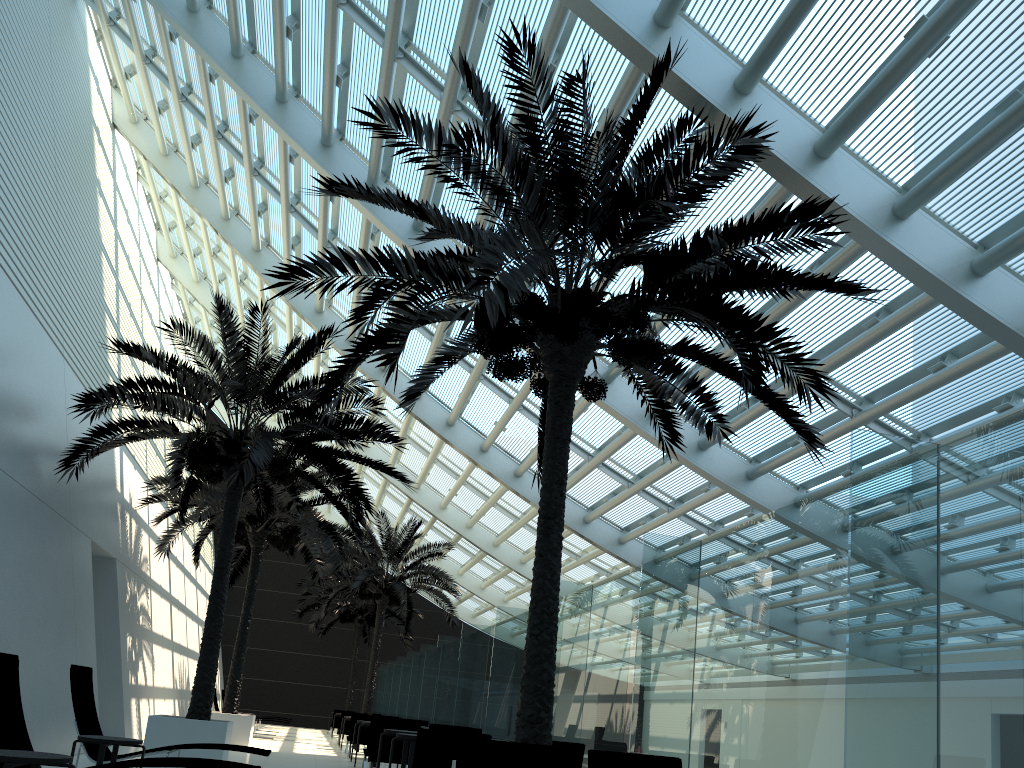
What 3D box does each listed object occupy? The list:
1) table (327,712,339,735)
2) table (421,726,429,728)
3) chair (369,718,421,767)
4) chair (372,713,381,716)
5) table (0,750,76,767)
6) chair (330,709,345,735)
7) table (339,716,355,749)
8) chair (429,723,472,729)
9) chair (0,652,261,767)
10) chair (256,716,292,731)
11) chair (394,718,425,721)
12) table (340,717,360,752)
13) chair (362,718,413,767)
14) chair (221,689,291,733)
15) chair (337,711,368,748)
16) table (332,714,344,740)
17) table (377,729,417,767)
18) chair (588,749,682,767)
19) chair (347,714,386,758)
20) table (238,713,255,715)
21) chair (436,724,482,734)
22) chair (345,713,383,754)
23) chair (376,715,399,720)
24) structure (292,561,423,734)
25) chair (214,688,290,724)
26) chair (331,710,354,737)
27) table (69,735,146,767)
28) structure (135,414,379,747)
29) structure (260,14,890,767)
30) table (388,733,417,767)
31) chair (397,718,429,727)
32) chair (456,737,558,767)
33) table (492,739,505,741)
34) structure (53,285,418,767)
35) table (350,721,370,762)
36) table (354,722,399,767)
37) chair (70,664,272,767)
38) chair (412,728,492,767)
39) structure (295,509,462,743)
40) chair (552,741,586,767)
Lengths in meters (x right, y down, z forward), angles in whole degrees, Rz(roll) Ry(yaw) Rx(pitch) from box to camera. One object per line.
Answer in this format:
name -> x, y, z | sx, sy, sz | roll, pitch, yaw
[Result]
table -> -6.242, 12.299, 31.553 | 0.685, 0.743, 0.708 | -5, -20, 34
table -> -1.717, 7.022, 16.844 | 0.682, 0.743, 0.711 | -2, -18, 25
chair -> -1.636, 5.263, 12.455 | 0.720, 0.845, 0.927 | 9, -17, -11
chair -> -4.653, 11.401, 28.988 | 0.720, 0.845, 0.927 | 9, -17, -11
table -> -3.118, 2.589, 5.484 | 0.557, 0.492, 0.578 | -4, -20, 30
chair -> -5.935, 11.837, 30.436 | 0.720, 0.845, 0.927 | 9, -17, -11
table -> -3.954, 8.828, 22.055 | 0.682, 0.743, 0.711 | -2, -18, 25
chair -> -1.115, 6.034, 14.302 | 0.720, 0.845, 0.927 | 9, -17, -11
chair -> -2.985, 2.764, 6.751 | 2.048, 1.102, 0.962 | 10, -16, -12
chair -> -8.077, 10.522, 27.975 | 2.048, 1.102, 0.962 | 10, -16, -12
chair -> -2.421, 8.025, 19.747 | 0.720, 0.845, 0.927 | 9, -17, -11
table -> -3.631, 8.322, 20.672 | 0.683, 0.743, 0.709 | -4, -19, 30
chair -> -2.018, 5.869, 14.108 | 0.720, 0.845, 0.927 | 9, -17, -11
chair -> -7.463, 9.586, 25.416 | 2.048, 1.102, 0.962 | 10, -16, -12
chair -> -4.238, 9.228, 23.301 | 0.720, 0.845, 0.927 | 9, -17, -11
table -> -5.266, 10.827, 27.524 | 0.682, 0.743, 0.711 | -2, -18, 25
table -> -1.349, 4.859, 11.197 | 0.682, 0.743, 0.711 | -2, -18, 25
chair -> 0.937, 2.885, 5.690 | 0.720, 0.845, 0.927 | 9, -17, -11
chair -> -2.945, 7.258, 17.913 | 0.720, 0.845, 0.927 | 9, -17, -11
table -> -8.210, 10.348, 26.709 | 0.557, 0.492, 0.578 | -4, -20, 30
chair -> -0.733, 5.428, 12.649 | 0.720, 0.845, 0.927 | 9, -17, -11
chair -> -3.324, 7.859, 19.554 | 0.720, 0.845, 0.927 | 9, -17, -11
chair -> -3.335, 9.393, 23.495 | 0.720, 0.845, 0.927 | 9, -17, -11
structure -> -5.893, 10.112, 33.977 | 4.556, 6.681, 4.935 | 15, -18, -32
chair -> -6.867, 8.679, 22.933 | 2.048, 1.102, 0.962 | 10, -16, -12
chair -> -5.556, 11.235, 28.794 | 0.720, 0.845, 0.927 | 9, -17, -11
table -> -3.713, 3.497, 7.967 | 0.557, 0.492, 0.578 | -4, -20, 30
structure -> -5.573, 4.078, 18.236 | 4.291, 6.562, 4.854 | 0, -16, 21
structure -> 0.404, 0.481, 7.636 | 4.815, 6.682, 4.665 | 4, -15, 7
table -> -0.984, 4.287, 9.634 | 0.683, 0.743, 0.709 | -4, -19, 30
chair -> -2.042, 7.423, 18.107 | 0.720, 0.845, 0.927 | 9, -17, -11
chair -> 0.033, 2.719, 5.497 | 0.720, 0.845, 0.927 | 9, -17, -11
table -> -0.410, 5.031, 11.398 | 0.682, 0.743, 0.711 | -2, -18, 25
structure -> -3.988, 2.025, 12.481 | 4.746, 6.505, 4.389 | 16, -18, -32
table -> -2.656, 6.850, 16.643 | 0.682, 0.743, 0.711 | -2, -18, 25
table -> -2.325, 6.331, 15.226 | 0.683, 0.743, 0.709 | -4, -19, 30
chair -> -3.581, 3.671, 9.233 | 2.048, 1.102, 0.962 | 10, -16, -12
chair -> -0.676, 3.825, 8.516 | 0.720, 0.845, 0.927 | 9, -17, -11
structure -> -4.033, 7.234, 26.111 | 4.871, 6.682, 4.614 | 11, -16, -18
chair -> 0.227, 3.990, 8.710 | 0.720, 0.845, 0.927 | 9, -17, -11
